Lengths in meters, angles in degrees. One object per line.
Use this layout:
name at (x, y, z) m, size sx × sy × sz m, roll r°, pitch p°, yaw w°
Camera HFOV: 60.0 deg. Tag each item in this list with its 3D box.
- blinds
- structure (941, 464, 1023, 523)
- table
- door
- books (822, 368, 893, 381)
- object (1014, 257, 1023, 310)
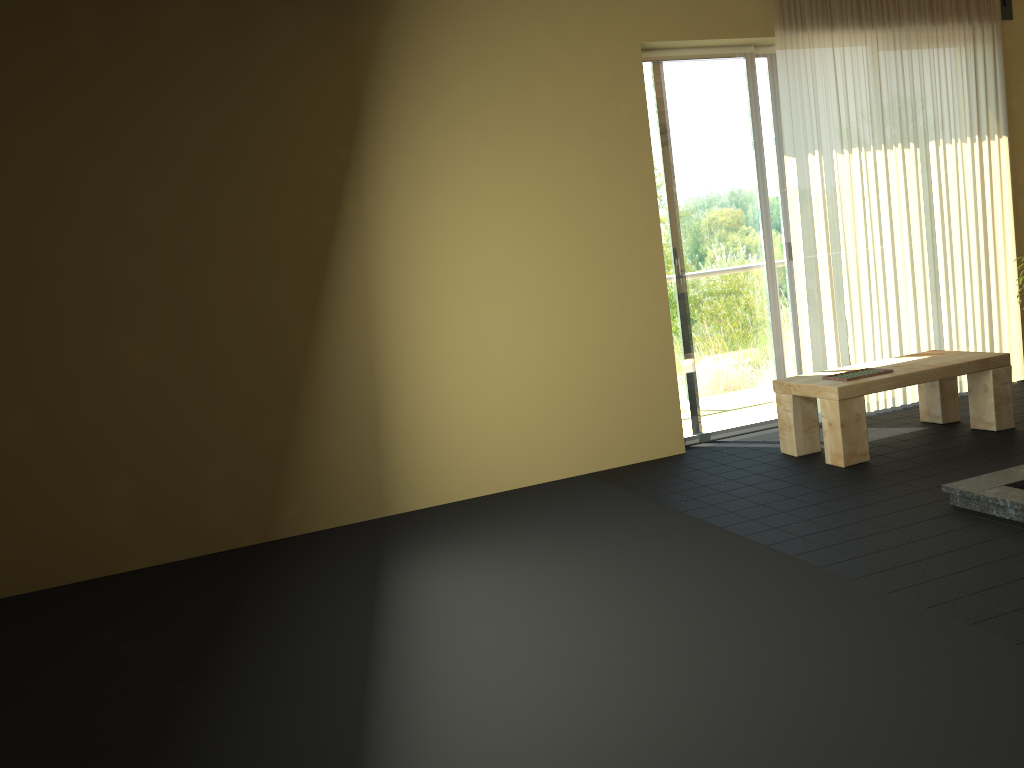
blinds at (2.491, -1.170, 5.525) m, size 1.945 × 2.576 × 0.064 m, roll -10°, pitch 6°, yaw -20°
structure at (3.855, 0.367, 3.275) m, size 3.803 × 0.635 × 1.974 m, roll -10°, pitch 7°, yaw -19°
table at (2.036, 0.106, 4.734) m, size 1.125 × 0.399 × 0.514 m, roll -10°, pitch 7°, yaw -19°
door at (1.271, -0.828, 5.341) m, size 1.038 × 2.329 × 0.063 m, roll -10°, pitch 6°, yaw -20°
books at (1.775, -0.049, 4.556) m, size 0.294 × 0.014 × 0.182 m, roll -10°, pitch 7°, yaw -19°
object at (3.038, -0.337, 5.109) m, size 0.242 × 0.928 × 0.267 m, roll -5°, pitch 6°, yaw 19°
